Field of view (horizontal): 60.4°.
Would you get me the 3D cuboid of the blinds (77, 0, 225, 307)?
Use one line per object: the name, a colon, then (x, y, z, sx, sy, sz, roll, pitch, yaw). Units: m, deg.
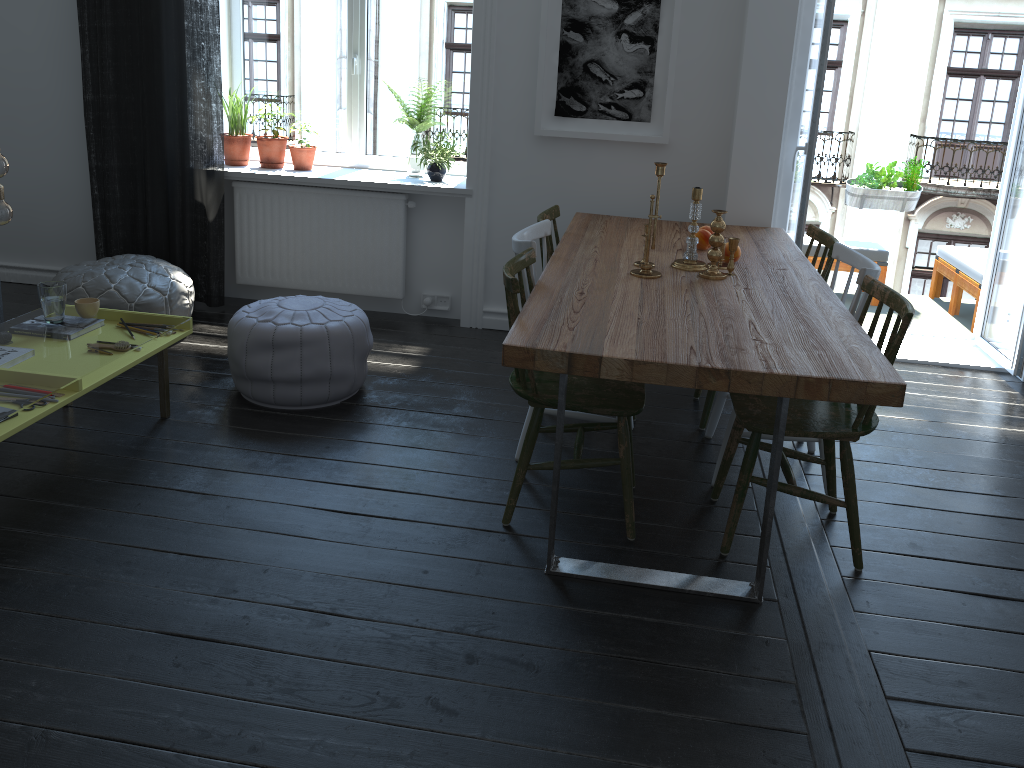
blinds: (-1.931, -1.870, 4.642, 0.805, 2.888, 0.115, 5, 14, 7)

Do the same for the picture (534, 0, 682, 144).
picture: (0.483, -1.683, 4.440, 0.688, 0.863, 0.085, 6, 15, 8)

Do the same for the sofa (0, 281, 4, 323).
sofa: (-3.041, -0.153, 3.002, 1.085, 0.701, 2.448, 6, 20, 7)

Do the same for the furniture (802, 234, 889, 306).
furniture: (2.177, -0.786, 5.987, 0.601, 0.364, 0.412, 6, 18, 8)

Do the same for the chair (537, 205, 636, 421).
chair: (0.328, -0.320, 3.810, 0.486, 0.804, 0.481, 5, 16, 6)

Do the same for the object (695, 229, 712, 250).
object: (0.805, -0.609, 3.714, 0.092, 0.085, 0.085, 15, 21, 33)

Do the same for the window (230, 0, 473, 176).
window: (-0.890, -2.226, 5.036, 1.571, 1.930, 0.110, 6, 14, 8)

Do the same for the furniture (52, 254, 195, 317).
furniture: (-1.961, -0.438, 4.431, 0.680, 0.371, 0.700, 6, 19, 8)

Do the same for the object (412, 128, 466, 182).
object: (-0.406, -1.267, 4.870, 0.285, 0.286, 0.294, 7, 18, 12)

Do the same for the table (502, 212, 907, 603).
table: (0.632, -0.098, 3.400, 1.019, 0.695, 2.298, 6, 20, 7)

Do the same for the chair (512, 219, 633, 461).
chair: (0.234, -0.161, 3.338, 0.510, 0.818, 0.480, 5, 16, 8)

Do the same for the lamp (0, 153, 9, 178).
lamp: (-1.531, -1.329, 2.500, 0.075, 1.454, 0.076, -7, 17, -34)

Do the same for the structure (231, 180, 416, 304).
structure: (-1.064, -0.798, 4.968, 1.066, 0.611, 0.075, 6, 15, 8)

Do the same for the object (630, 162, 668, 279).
object: (0.496, -0.587, 3.153, 0.114, 0.399, 0.116, -5, 17, -29)

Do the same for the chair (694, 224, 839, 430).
chair: (1.062, -0.241, 3.703, 0.486, 0.803, 0.481, 5, 16, 6)

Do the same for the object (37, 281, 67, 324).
object: (-1.717, -0.304, 3.296, 0.098, 0.142, 0.100, -6, 19, -30)

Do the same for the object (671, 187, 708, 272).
object: (0.687, -0.590, 3.330, 0.141, 0.302, 0.143, -9, 20, -38)

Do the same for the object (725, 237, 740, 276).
object: (0.816, -0.472, 3.267, 0.049, 0.135, 0.050, 5, 15, 8)

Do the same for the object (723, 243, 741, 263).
object: (0.864, -0.520, 3.488, 0.085, 0.081, 0.091, 10, 19, 20)

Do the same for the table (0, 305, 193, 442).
table: (-1.671, 0.135, 2.873, 0.601, 0.387, 1.445, 6, 20, 7)

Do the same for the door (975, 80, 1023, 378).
door: (2.617, -1.082, 4.420, 0.105, 1.968, 0.603, 4, 15, 2)

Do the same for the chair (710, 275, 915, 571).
chair: (0.928, 0.095, 2.766, 0.486, 0.804, 0.481, 5, 16, 6)

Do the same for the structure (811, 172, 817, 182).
structure: (1.796, -1.430, 6.020, 0.571, 0.367, 0.302, 2, 17, -2)

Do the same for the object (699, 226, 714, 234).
object: (0.836, -0.636, 3.790, 0.083, 0.087, 0.090, 3, 17, -2)

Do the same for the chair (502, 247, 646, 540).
chair: (0.194, 0.016, 2.873, 0.486, 0.803, 0.481, 5, 16, 6)

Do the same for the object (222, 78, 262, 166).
object: (-1.584, -1.524, 5.111, 0.300, 0.485, 0.344, 1, 16, -8)

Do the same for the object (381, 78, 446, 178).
object: (-0.532, -1.449, 4.968, 0.329, 0.549, 0.403, -5, 18, -27)

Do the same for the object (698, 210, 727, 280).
object: (0.741, -0.507, 3.200, 0.101, 0.240, 0.103, 12, 18, 31)

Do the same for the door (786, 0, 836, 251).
door: (1.501, -1.200, 4.580, 0.105, 1.968, 0.601, 7, 15, 13)

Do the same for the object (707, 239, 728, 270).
object: (0.809, -0.506, 3.394, 0.102, 0.111, 0.106, 1, 17, -6)

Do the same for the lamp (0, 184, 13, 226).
lamp: (-1.557, -1.199, 2.575, 0.090, 1.454, 0.075, 12, 17, 31)

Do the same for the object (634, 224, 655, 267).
object: (0.507, -0.524, 3.330, 0.081, 0.156, 0.082, -7, 19, -33)

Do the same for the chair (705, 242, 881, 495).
chair: (1.023, -0.080, 3.234, 0.510, 0.818, 0.480, 5, 16, 8)

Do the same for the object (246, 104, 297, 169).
object: (-1.383, -1.439, 5.091, 0.259, 0.359, 0.240, 9, 17, 19)

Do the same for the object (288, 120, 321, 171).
object: (-1.189, -1.367, 5.055, 0.195, 0.270, 0.181, -4, 18, -24)

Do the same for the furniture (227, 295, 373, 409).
furniture: (-0.917, -0.156, 3.838, 0.615, 0.407, 0.630, 4, 18, 2)

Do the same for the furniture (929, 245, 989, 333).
furniture: (3.038, -0.607, 5.623, 0.401, 0.363, 0.949, 6, 20, 8)

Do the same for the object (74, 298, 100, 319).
object: (-1.629, -0.288, 3.379, 0.088, 0.065, 0.088, 16, 22, 34)

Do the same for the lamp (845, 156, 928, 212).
lamp: (2.360, -1.931, 4.470, 0.493, 2.435, 2.784, 5, 18, 8)
